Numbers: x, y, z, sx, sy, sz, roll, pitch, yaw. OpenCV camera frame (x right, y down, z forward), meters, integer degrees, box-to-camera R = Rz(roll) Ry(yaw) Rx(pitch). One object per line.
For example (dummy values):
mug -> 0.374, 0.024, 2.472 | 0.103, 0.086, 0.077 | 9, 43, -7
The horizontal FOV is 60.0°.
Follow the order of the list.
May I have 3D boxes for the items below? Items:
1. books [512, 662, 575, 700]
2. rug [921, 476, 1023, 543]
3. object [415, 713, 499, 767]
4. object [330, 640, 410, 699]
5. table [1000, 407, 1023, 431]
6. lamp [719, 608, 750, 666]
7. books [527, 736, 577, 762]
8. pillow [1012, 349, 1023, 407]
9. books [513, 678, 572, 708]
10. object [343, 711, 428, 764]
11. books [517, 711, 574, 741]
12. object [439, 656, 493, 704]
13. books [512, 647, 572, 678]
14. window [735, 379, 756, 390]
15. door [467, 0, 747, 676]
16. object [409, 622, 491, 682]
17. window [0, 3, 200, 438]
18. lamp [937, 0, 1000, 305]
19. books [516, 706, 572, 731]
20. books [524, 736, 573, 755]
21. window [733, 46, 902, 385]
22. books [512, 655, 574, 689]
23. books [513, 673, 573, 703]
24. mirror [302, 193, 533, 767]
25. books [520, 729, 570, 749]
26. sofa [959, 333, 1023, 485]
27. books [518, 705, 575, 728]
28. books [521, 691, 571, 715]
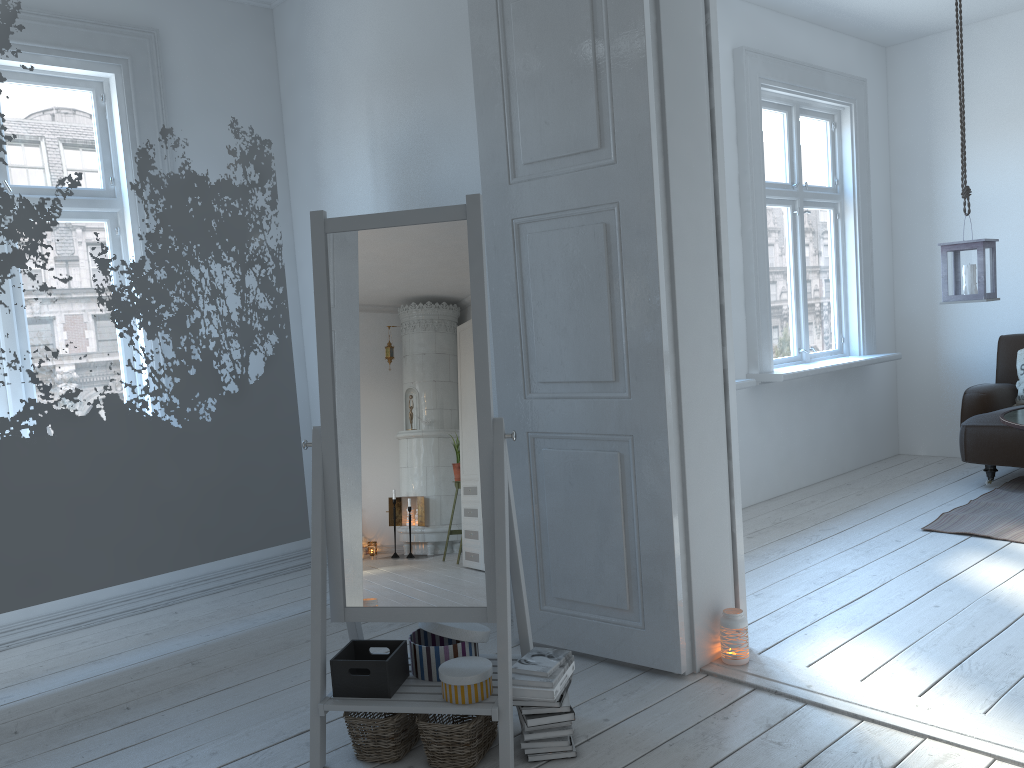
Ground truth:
books -> 0.081, 0.791, 2.384 | 0.128, 0.026, 0.199 | -3, 4, 19
rug -> 3.035, 0.612, 4.129 | 1.454, 0.055, 1.710 | -8, 6, -41
object -> -0.137, 0.930, 2.418 | 0.185, 0.140, 0.295 | -3, 5, 20
object -> -0.390, 0.784, 2.446 | 0.165, 0.103, 0.154 | -3, 5, 13
table -> 2.998, 0.391, 4.092 | 1.300, 0.504, 1.298 | -1, 6, 38
lamp -> 0.713, 0.809, 2.844 | 0.089, 0.166, 0.089 | -9, 7, -43
books -> 0.099, 0.970, 2.410 | 0.128, 0.016, 0.178 | -4, 4, -4
pillow -> 3.191, -0.043, 5.147 | 0.238, 0.367, 0.519 | -9, 6, -42
books -> 0.084, 0.827, 2.399 | 0.128, 0.016, 0.176 | -3, 4, 14
object -> -0.340, 0.940, 2.484 | 0.185, 0.140, 0.295 | -3, 5, 20
books -> 0.088, 0.908, 2.403 | 0.132, 0.017, 0.186 | -5, 4, -5
object -> -0.121, 0.784, 2.351 | 0.142, 0.075, 0.142 | -1, 5, 32
books -> 0.080, 0.752, 2.402 | 0.111, 0.014, 0.156 | -2, 5, 27
window -> 0.555, -0.809, 4.224 | 1.454, 1.849, 0.375 | -9, 7, -42
door -> 1.002, -0.335, 2.293 | 0.577, 2.509, 2.598 | -9, 7, -42
object -> -0.178, 0.733, 2.550 | 0.240, 0.159, 0.207 | -7, 6, -34
window -> -2.028, -0.569, 3.522 | 1.454, 1.849, 0.375 | -9, 7, -42
lamp -> 2.339, -1.305, 4.573 | 0.228, 1.765, 0.228 | 1, 7, 44
books -> 0.084, 0.888, 2.411 | 0.128, 0.022, 0.166 | -5, 4, -8
books -> 0.094, 0.953, 2.410 | 0.128, 0.016, 0.176 | -4, 4, -1
window -> 7.875, -4.963, 29.234 | 51.216, 15.045, 27.749 | -8, 6, -42
books -> 0.077, 0.769, 2.389 | 0.132, 0.017, 0.186 | -3, 5, 21
books -> 0.081, 0.811, 2.396 | 0.128, 0.016, 0.180 | -3, 4, 19
mirror -> -0.279, 0.253, 2.424 | 0.611, 1.491, 0.416 | -3, 5, 13
books -> 0.090, 0.937, 2.407 | 0.128, 0.016, 0.180 | -4, 4, 3
sofa -> 3.572, 0.138, 4.597 | 0.967, 0.826, 2.164 | -8, 6, -42
books -> 0.085, 0.866, 2.394 | 0.128, 0.022, 0.193 | -5, 4, -9
books -> 0.090, 0.844, 2.398 | 0.128, 0.016, 0.178 | -4, 4, 1
